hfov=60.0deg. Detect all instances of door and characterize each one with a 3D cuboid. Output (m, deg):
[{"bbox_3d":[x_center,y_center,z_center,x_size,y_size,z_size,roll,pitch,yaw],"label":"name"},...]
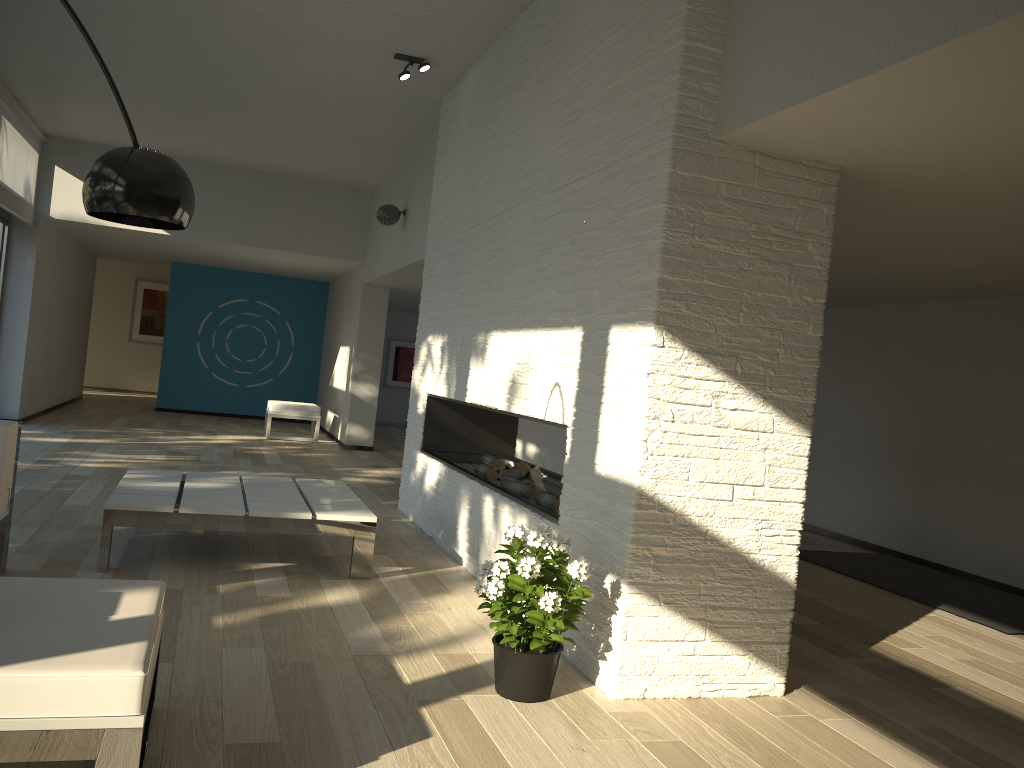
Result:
[{"bbox_3d":[-3.116,-0.344,5.825,19.432,2.374,22.957,6,1,-19],"label":"door"}]

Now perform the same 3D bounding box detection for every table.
[{"bbox_3d":[-1.440,0.715,4.701,1.219,0.305,1.221,6,0,-19],"label":"table"}]

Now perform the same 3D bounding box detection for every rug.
[{"bbox_3d":[2.707,1.295,5.686,0.978,0.011,1.999,6,1,-19],"label":"rug"}]

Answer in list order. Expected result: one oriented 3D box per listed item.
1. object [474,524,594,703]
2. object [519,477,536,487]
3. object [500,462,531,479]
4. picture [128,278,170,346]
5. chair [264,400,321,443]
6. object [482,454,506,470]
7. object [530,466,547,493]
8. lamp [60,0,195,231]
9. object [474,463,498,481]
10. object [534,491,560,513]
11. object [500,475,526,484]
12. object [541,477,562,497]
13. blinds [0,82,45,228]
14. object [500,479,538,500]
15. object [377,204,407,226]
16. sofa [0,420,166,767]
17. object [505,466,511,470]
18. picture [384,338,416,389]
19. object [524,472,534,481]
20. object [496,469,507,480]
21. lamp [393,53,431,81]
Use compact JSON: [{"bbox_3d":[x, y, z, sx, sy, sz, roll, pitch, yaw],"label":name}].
[{"bbox_3d":[0.068,0.765,3.005,0.405,0.571,0.430,6,0,3],"label":"object"},{"bbox_3d":[0.085,0.571,4.967,0.076,0.076,0.236,6,0,-20],"label":"object"},{"bbox_3d":[0.019,0.515,5.063,0.093,0.170,0.272,6,0,-20],"label":"object"},{"bbox_3d":[-6.347,-1.289,16.519,1.377,1.191,0.017,6,0,-19],"label":"picture"},{"bbox_3d":[-2.723,0.456,10.976,0.611,0.442,0.610,6,0,-19],"label":"chair"},{"bbox_3d":[-0.114,0.481,5.476,0.082,0.073,0.237,6,0,-20],"label":"object"},{"bbox_3d":[0.156,0.534,4.813,0.064,0.165,0.225,6,0,-20],"label":"object"},{"bbox_3d":[-1.354,-0.119,1.737,0.283,2.024,1.752,6,0,24],"label":"lamp"},{"bbox_3d":[-0.159,0.541,5.466,0.075,0.074,0.246,6,0,-20],"label":"object"},{"bbox_3d":[0.192,0.588,4.416,0.075,0.074,0.246,6,0,-20],"label":"object"},{"bbox_3d":[0.012,0.563,4.956,0.075,0.074,0.246,6,0,-20],"label":"object"},{"bbox_3d":[0.233,0.525,4.429,0.093,0.088,0.260,6,0,-20],"label":"object"},{"bbox_3d":[-3.136,-1.878,3.822,0.056,0.984,11.534,6,0,-19],"label":"blinds"},{"bbox_3d":[0.038,0.568,4.763,0.075,0.074,0.246,6,0,-40],"label":"object"},{"bbox_3d":[-1.109,-1.576,8.304,0.315,0.203,0.201,6,0,-19],"label":"object"},{"bbox_3d":[-1.836,0.518,2.643,1.545,0.654,2.405,6,0,-19],"label":"sofa"},{"bbox_3d":[-0.014,0.556,5.512,0.082,0.073,0.237,6,0,-20],"label":"object"},{"bbox_3d":[-1.669,-0.316,15.206,0.958,0.828,0.017,6,0,-19],"label":"picture"},{"bbox_3d":[0.118,0.533,5.013,0.064,0.060,0.229,6,0,-18],"label":"object"},{"bbox_3d":[-0.085,0.549,5.477,0.076,0.076,0.236,6,0,-20],"label":"object"},{"bbox_3d":[-0.653,-2.049,5.777,0.234,0.153,0.135,6,0,-19],"label":"lamp"}]
